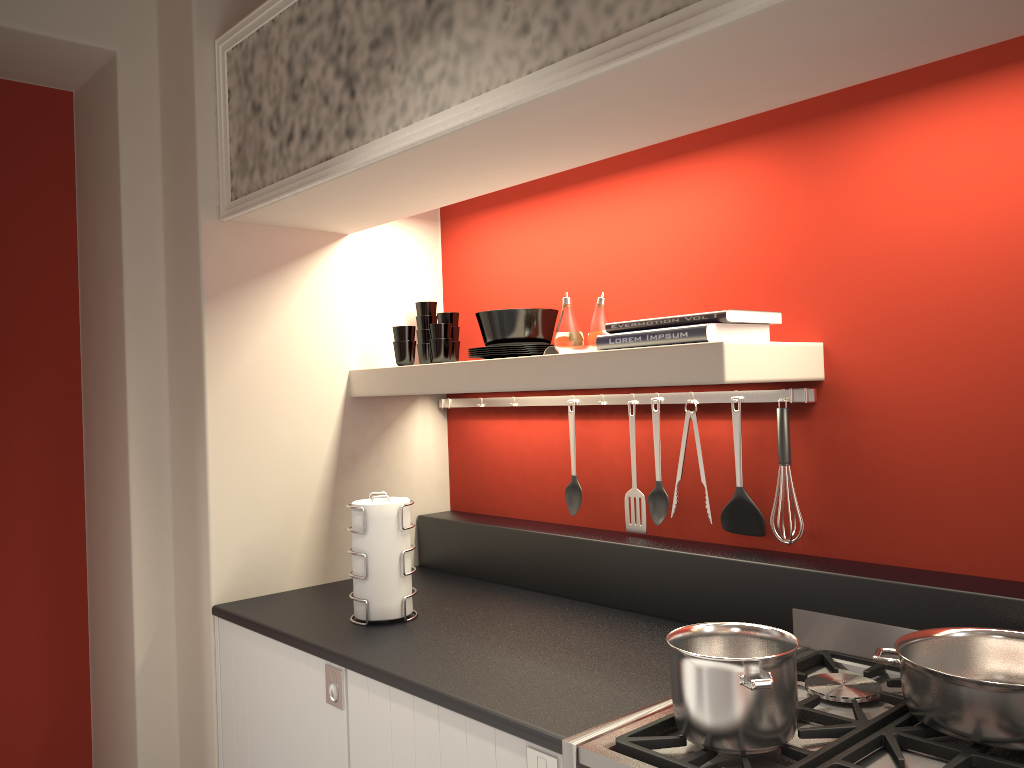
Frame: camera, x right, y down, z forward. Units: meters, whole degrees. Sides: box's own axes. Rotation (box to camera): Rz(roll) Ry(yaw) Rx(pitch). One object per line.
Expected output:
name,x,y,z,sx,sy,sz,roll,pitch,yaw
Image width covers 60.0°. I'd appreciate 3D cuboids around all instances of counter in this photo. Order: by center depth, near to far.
counter,-0.105,0.587,2.135,0.699,0.026,1.360,-2,-1,-42

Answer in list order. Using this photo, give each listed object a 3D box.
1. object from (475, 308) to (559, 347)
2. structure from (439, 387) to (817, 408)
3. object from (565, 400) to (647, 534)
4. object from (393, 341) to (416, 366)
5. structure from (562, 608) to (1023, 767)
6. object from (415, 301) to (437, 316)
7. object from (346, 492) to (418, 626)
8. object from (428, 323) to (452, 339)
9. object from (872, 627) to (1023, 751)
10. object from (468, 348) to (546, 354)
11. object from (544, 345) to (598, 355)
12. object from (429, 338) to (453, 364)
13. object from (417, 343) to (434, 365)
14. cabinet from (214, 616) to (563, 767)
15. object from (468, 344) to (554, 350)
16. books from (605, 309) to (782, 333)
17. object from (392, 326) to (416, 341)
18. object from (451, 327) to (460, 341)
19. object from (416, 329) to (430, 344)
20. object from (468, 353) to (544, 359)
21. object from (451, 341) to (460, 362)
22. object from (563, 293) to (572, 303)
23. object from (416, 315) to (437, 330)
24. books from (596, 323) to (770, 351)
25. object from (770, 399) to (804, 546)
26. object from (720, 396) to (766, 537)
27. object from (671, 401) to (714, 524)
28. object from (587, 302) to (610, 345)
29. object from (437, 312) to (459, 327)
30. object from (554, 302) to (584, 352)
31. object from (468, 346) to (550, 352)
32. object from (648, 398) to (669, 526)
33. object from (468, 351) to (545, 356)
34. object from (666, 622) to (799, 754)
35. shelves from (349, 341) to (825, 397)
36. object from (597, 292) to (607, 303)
object,0.016,-0.145,2.463,0.232,0.108,0.232,-2,-1,0
structure,0.220,0.044,2.446,0.054,0.034,1.355,-2,-1,-42
object,0.242,0.216,2.387,0.022,0.351,0.287,-1,-1,-41
object,-0.319,-0.089,2.646,0.070,0.076,0.070,-2,-1,20
structure,0.760,1.002,1.106,0.778,1.085,1.322,-1,-1,-42
object,-0.272,-0.221,2.825,0.070,0.076,0.070,-2,-1,20
object,-0.326,0.431,2.221,0.168,0.304,0.163,-2,-1,-13
object,-0.209,-0.137,2.596,0.070,0.076,0.070,-2,-1,20
object,0.771,0.475,1.393,0.309,0.105,0.309,-2,0,-14
object,0.018,-0.082,2.462,0.280,0.016,0.280,-2,-1,-43
object,0.187,-0.084,2.238,0.183,0.027,0.160,-2,0,-13
object,-0.207,-0.093,2.596,0.070,0.076,0.070,-2,-1,20
object,-0.267,-0.090,2.823,0.070,0.076,0.070,-2,-1,20
cabinet,-0.087,1.097,2.131,0.687,0.993,1.361,-1,-1,-42
object,0.017,-0.093,2.462,0.280,0.016,0.280,-2,-1,-43
books,0.401,-0.136,1.983,0.207,0.026,0.332,-2,-1,-41
object,-0.321,-0.133,2.647,0.070,0.076,0.070,-2,-1,20
object,-0.195,-0.137,2.741,0.070,0.076,0.070,-2,-1,20
object,-0.269,-0.133,2.824,0.070,0.076,0.070,-2,-1,20
object,0.018,-0.071,2.462,0.280,0.016,0.280,-2,-1,-43
object,-0.194,-0.093,2.740,0.070,0.076,0.070,-2,-1,20
object,0.139,-0.215,2.230,0.023,0.031,0.024,-2,-1,0
object,-0.271,-0.177,2.824,0.070,0.076,0.070,-2,-1,20
books,0.376,-0.101,1.981,0.207,0.042,0.331,-2,-1,-37
object,0.610,0.196,1.980,0.069,0.328,0.069,-2,-1,26
object,0.542,0.194,2.083,0.040,0.331,0.123,-1,-1,-42
object,0.436,0.190,2.175,0.009,0.297,0.124,-1,-1,-42
object,0.228,-0.142,2.250,0.077,0.134,0.076,-2,-1,32
object,-0.197,-0.181,2.741,0.070,0.076,0.070,-2,-1,20
object,0.142,-0.139,2.228,0.076,0.131,0.076,-2,-1,1
object,0.018,-0.088,2.462,0.280,0.016,0.280,-2,-1,-43
object,0.369,0.196,2.247,0.022,0.323,0.067,-1,-1,-43
object,0.018,-0.077,2.462,0.280,0.016,0.280,-2,-1,-43
object,0.346,0.472,1.384,0.201,0.148,0.201,-3,-1,41
shelves,0.092,-0.025,2.346,0.376,0.083,1.379,-2,-1,-42
object,0.228,-0.216,2.250,0.026,0.032,0.023,-2,-1,31
